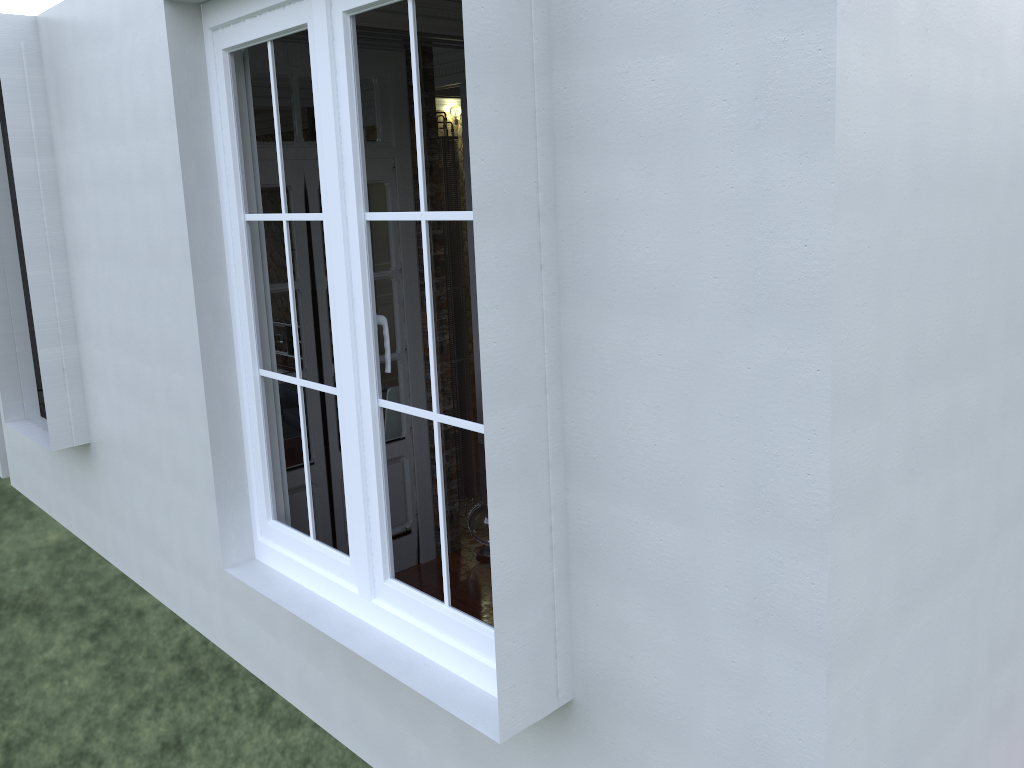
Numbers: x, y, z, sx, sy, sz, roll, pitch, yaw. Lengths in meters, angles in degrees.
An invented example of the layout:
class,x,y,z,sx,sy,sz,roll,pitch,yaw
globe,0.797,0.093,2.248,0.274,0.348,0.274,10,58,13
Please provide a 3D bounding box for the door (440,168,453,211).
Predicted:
class,x,y,z,sx,sy,sz,roll,pitch,yaw
door,-1.106,-0.768,7.804,1.188,2.162,0.486,1,11,21

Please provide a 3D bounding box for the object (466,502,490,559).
class,x,y,z,sx,sy,sz,roll,pitch,yaw
object,-0.132,0.838,4.910,0.235,0.379,0.222,2,12,25

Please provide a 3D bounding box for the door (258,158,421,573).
class,x,y,z,sx,sy,sz,roll,pitch,yaw
door,-0.939,0.011,4.328,1.167,2.161,0.041,-12,14,-42

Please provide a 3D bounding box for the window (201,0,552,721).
class,x,y,z,sx,sy,sz,roll,pitch,yaw
window,-0.457,-0.228,2.667,0.128,1.966,1.534,-11,14,-42

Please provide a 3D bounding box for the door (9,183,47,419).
class,x,y,z,sx,sy,sz,roll,pitch,yaw
door,-3.070,-0.402,6.577,1.167,2.161,0.041,-12,14,-42
